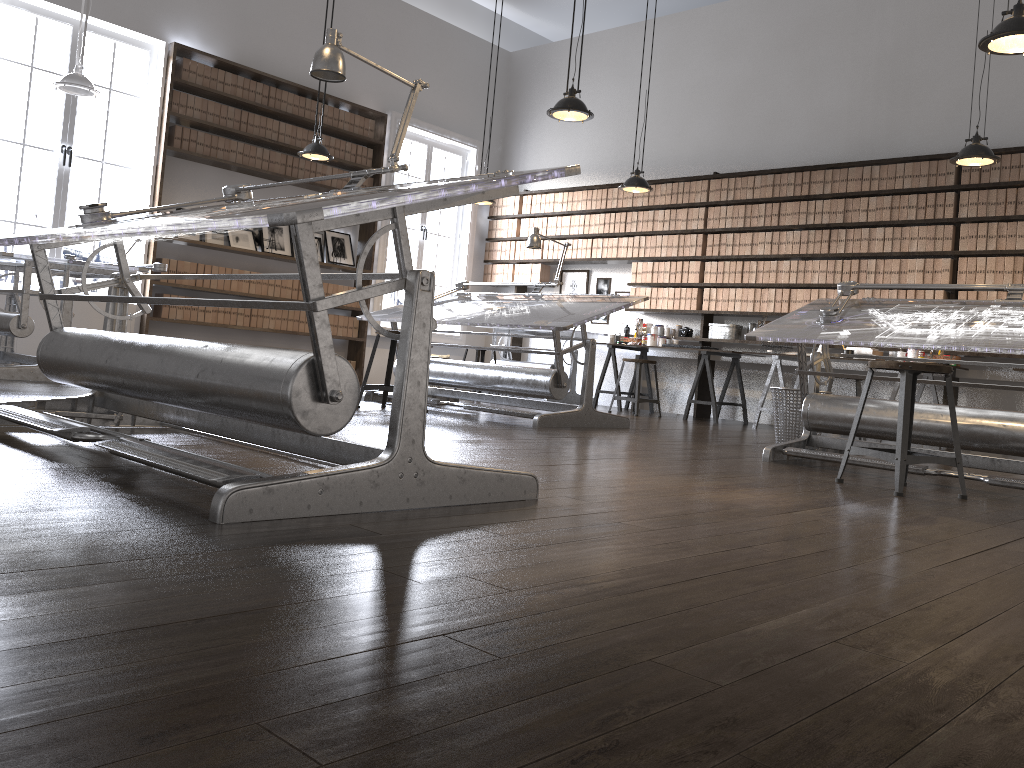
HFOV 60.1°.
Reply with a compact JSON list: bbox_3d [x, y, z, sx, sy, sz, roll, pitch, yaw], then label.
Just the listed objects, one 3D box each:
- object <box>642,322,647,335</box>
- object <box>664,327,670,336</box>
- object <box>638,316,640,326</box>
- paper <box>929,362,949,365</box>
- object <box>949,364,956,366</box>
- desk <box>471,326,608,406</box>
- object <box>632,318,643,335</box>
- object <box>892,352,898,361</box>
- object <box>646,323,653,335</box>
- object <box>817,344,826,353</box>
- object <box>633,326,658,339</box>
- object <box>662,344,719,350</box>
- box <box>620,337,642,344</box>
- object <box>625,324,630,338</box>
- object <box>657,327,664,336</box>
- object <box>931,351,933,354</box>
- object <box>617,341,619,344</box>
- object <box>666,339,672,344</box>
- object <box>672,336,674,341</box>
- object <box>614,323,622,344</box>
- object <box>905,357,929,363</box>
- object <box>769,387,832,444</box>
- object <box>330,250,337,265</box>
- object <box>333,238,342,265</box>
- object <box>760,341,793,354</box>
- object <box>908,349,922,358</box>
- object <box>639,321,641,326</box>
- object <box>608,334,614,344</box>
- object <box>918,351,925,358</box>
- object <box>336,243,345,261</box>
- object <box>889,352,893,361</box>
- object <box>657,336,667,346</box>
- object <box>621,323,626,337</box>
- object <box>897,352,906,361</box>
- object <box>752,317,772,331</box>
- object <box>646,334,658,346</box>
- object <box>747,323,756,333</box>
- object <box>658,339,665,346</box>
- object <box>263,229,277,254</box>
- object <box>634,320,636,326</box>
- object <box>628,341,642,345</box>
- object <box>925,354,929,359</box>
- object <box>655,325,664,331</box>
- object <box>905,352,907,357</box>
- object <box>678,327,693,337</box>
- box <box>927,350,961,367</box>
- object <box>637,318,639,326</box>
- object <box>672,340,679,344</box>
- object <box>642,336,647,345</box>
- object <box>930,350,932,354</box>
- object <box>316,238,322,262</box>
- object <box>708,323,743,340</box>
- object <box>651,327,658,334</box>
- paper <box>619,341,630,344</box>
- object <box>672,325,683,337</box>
[{"bbox_3d":[1.403,-0.584,9.421,0.050,0.140,0.051,4,-2,40],"label":"object"},{"bbox_3d":[1.607,-0.537,9.183,0.062,0.094,0.061,5,-1,29],"label":"object"},{"bbox_3d":[1.302,-0.585,9.144,0.021,0.228,0.007,6,-2,-35],"label":"object"},{"bbox_3d":[3.336,-0.170,6.979,0.137,0.038,0.155,4,1,-32],"label":"paper"},{"bbox_3d":[3.460,-0.159,6.949,0.049,0.037,0.049,5,0,-44],"label":"object"},{"bbox_3d":[0.344,-0.366,9.771,1.271,1.099,1.068,5,0,43],"label":"desk"},{"bbox_3d":[1.332,-0.607,9.391,0.107,0.177,0.107,4,-1,45],"label":"object"},{"bbox_3d":[3.212,-0.221,7.403,0.063,0.093,0.062,5,-1,-6],"label":"object"},{"bbox_3d":[1.456,-0.578,9.374,0.070,0.130,0.070,5,-1,-9],"label":"object"},{"bbox_3d":[2.765,-0.326,7.882,0.101,0.209,0.101,5,-1,-2],"label":"object"},{"bbox_3d":[1.411,-0.532,9.194,0.344,0.146,0.077,5,-1,-25],"label":"object"},{"bbox_3d":[1.693,-0.346,8.413,0.446,0.033,0.311,6,2,43],"label":"object"},{"bbox_3d":[1.242,-0.433,9.143,0.212,0.083,0.137,6,1,43],"label":"box"},{"bbox_3d":[1.204,-0.512,9.312,0.069,0.230,0.068,4,-2,40],"label":"object"},{"bbox_3d":[1.546,-0.542,9.210,0.063,0.093,0.063,5,-1,29],"label":"object"},{"bbox_3d":[3.402,-0.223,7.203,0.041,0.124,0.005,4,-2,39],"label":"object"},{"bbox_3d":[1.108,-0.420,9.140,0.049,0.037,0.049,5,0,39],"label":"object"},{"bbox_3d":[1.580,-0.402,8.924,0.062,0.093,0.063,5,-1,2],"label":"object"},{"bbox_3d":[1.624,-0.420,8.989,0.030,0.134,0.004,4,-2,38],"label":"object"},{"bbox_3d":[1.098,-0.519,9.198,0.069,0.230,0.068,4,-2,40],"label":"object"},{"bbox_3d":[3.226,-0.186,7.053,0.197,0.050,0.132,5,1,14],"label":"object"},{"bbox_3d":[1.664,0.219,5.152,0.352,0.378,0.353,5,0,-26],"label":"object"},{"bbox_3d":[-1.892,-1.345,9.412,0.040,0.166,0.066,4,-2,43],"label":"object"},{"bbox_3d":[-1.871,-1.415,9.482,0.040,0.304,0.118,4,-2,43],"label":"object"},{"bbox_3d":[2.408,-0.337,8.043,0.204,0.161,0.283,5,1,43],"label":"object"},{"bbox_3d":[3.296,-0.229,7.250,0.103,0.142,0.105,6,-1,-40],"label":"object"},{"bbox_3d":[1.301,-0.571,9.132,0.055,0.193,0.006,4,-2,42],"label":"object"},{"bbox_3d":[1.033,-0.463,9.234,0.068,0.104,0.068,6,-1,-43],"label":"object"},{"bbox_3d":[3.316,-0.212,7.175,0.049,0.112,0.050,6,-2,-44],"label":"object"},{"bbox_3d":[-1.846,-1.393,9.551,0.040,0.262,0.110,4,-2,43],"label":"object"},{"bbox_3d":[3.211,-0.223,7.470,0.062,0.094,0.062,5,-1,-6],"label":"object"},{"bbox_3d":[1.530,-0.423,9.041,0.094,0.128,0.095,6,-1,-43],"label":"object"},{"bbox_3d":[1.147,-0.520,9.250,0.069,0.238,0.068,4,-2,40],"label":"object"},{"bbox_3d":[3.223,-0.219,7.334,0.062,0.094,0.062,5,-1,3],"label":"object"},{"bbox_3d":[2.394,-0.540,8.508,0.181,0.272,0.156,5,-1,27],"label":"object"},{"bbox_3d":[1.423,-0.437,8.995,0.105,0.142,0.103,5,-1,35],"label":"object"},{"bbox_3d":[2.338,-0.500,8.660,0.079,0.188,0.078,5,-1,22],"label":"object"},{"bbox_3d":[1.510,-0.409,8.930,0.062,0.094,0.062,5,-1,-7],"label":"object"},{"bbox_3d":[-2.419,-1.428,8.859,0.040,0.260,0.174,4,-2,43],"label":"object"},{"bbox_3d":[1.283,-0.566,9.142,0.071,0.186,0.008,4,-2,44],"label":"object"},{"bbox_3d":[1.229,-0.407,8.913,0.132,0.050,0.197,5,1,-18],"label":"object"},{"bbox_3d":[3.378,-0.195,7.204,0.059,0.089,0.060,6,-1,-43],"label":"object"},{"bbox_3d":[1.552,-0.558,9.337,0.094,0.128,0.095,5,-1,-17],"label":"object"},{"bbox_3d":[3.265,-0.217,7.379,0.045,0.101,0.044,4,-2,43],"label":"object"},{"bbox_3d":[1.759,-0.528,9.025,0.171,0.109,0.090,6,0,43],"label":"object"},{"bbox_3d":[3.459,-0.250,7.083,0.212,0.207,0.137,5,-1,43],"label":"box"},{"bbox_3d":[1.288,-0.577,9.124,0.007,0.214,0.055,5,-2,-12],"label":"object"},{"bbox_3d":[1.647,-0.397,8.928,0.062,0.094,0.062,5,-1,2],"label":"object"},{"bbox_3d":[1.346,-0.430,9.012,0.050,0.112,0.049,4,-2,39],"label":"object"},{"bbox_3d":[3.386,-0.228,7.187,0.040,0.130,0.005,4,-2,41],"label":"object"},{"bbox_3d":[-2.038,-1.403,9.291,0.040,0.260,0.123,4,-2,43],"label":"object"},{"bbox_3d":[2.107,-0.511,8.756,0.317,0.152,0.192,6,1,42],"label":"object"},{"bbox_3d":[1.486,-0.549,9.246,0.062,0.094,0.061,5,-1,29],"label":"object"},{"bbox_3d":[1.147,-0.413,9.019,0.155,0.038,0.137,6,1,28],"label":"paper"},{"bbox_3d":[1.699,-0.529,9.122,0.107,0.162,0.235,5,0,8],"label":"object"}]
